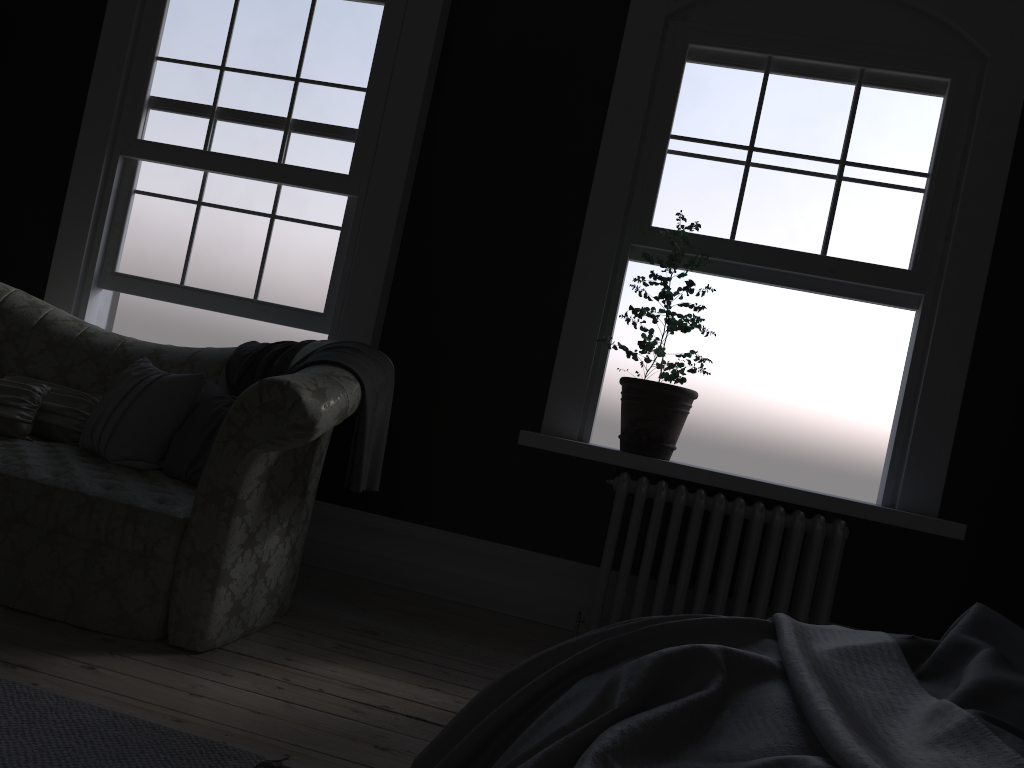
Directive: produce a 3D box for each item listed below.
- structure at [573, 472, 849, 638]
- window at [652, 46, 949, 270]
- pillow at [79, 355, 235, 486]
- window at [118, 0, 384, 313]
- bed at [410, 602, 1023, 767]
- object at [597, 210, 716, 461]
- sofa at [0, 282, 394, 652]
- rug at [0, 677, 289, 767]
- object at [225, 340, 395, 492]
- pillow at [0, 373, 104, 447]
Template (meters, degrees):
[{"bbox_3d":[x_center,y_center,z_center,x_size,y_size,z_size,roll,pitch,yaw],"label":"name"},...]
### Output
[{"bbox_3d":[0.906,0.915,4.004,1.140,0.848,0.276,12,-1,10],"label":"structure"},{"bbox_3d":[1.348,-1.050,4.233,1.262,1.017,0.056,12,-1,10],"label":"window"},{"bbox_3d":[-1.385,0.154,3.695,0.963,0.461,0.405,11,-1,17],"label":"pillow"},{"bbox_3d":[-1.397,-1.278,4.691,1.262,1.671,0.056,12,-1,10],"label":"window"},{"bbox_3d":[1.175,0.631,1.078,3.284,1.298,2.766,12,-1,-2],"label":"bed"},{"bbox_3d":[0.716,-0.223,4.150,0.506,1.133,0.473,12,-1,-40],"label":"object"},{"bbox_3d":[-1.900,0.161,3.828,2.811,1.160,1.608,12,-1,11],"label":"sofa"},{"bbox_3d":[-2.456,0.525,1.526,3.642,0.050,2.108,12,-2,10],"label":"rug"},{"bbox_3d":[-0.896,0.077,3.771,0.518,0.585,1.365,12,-2,-31],"label":"object"},{"bbox_3d":[-2.358,-0.025,3.840,1.104,0.416,0.529,12,-1,10],"label":"pillow"}]
